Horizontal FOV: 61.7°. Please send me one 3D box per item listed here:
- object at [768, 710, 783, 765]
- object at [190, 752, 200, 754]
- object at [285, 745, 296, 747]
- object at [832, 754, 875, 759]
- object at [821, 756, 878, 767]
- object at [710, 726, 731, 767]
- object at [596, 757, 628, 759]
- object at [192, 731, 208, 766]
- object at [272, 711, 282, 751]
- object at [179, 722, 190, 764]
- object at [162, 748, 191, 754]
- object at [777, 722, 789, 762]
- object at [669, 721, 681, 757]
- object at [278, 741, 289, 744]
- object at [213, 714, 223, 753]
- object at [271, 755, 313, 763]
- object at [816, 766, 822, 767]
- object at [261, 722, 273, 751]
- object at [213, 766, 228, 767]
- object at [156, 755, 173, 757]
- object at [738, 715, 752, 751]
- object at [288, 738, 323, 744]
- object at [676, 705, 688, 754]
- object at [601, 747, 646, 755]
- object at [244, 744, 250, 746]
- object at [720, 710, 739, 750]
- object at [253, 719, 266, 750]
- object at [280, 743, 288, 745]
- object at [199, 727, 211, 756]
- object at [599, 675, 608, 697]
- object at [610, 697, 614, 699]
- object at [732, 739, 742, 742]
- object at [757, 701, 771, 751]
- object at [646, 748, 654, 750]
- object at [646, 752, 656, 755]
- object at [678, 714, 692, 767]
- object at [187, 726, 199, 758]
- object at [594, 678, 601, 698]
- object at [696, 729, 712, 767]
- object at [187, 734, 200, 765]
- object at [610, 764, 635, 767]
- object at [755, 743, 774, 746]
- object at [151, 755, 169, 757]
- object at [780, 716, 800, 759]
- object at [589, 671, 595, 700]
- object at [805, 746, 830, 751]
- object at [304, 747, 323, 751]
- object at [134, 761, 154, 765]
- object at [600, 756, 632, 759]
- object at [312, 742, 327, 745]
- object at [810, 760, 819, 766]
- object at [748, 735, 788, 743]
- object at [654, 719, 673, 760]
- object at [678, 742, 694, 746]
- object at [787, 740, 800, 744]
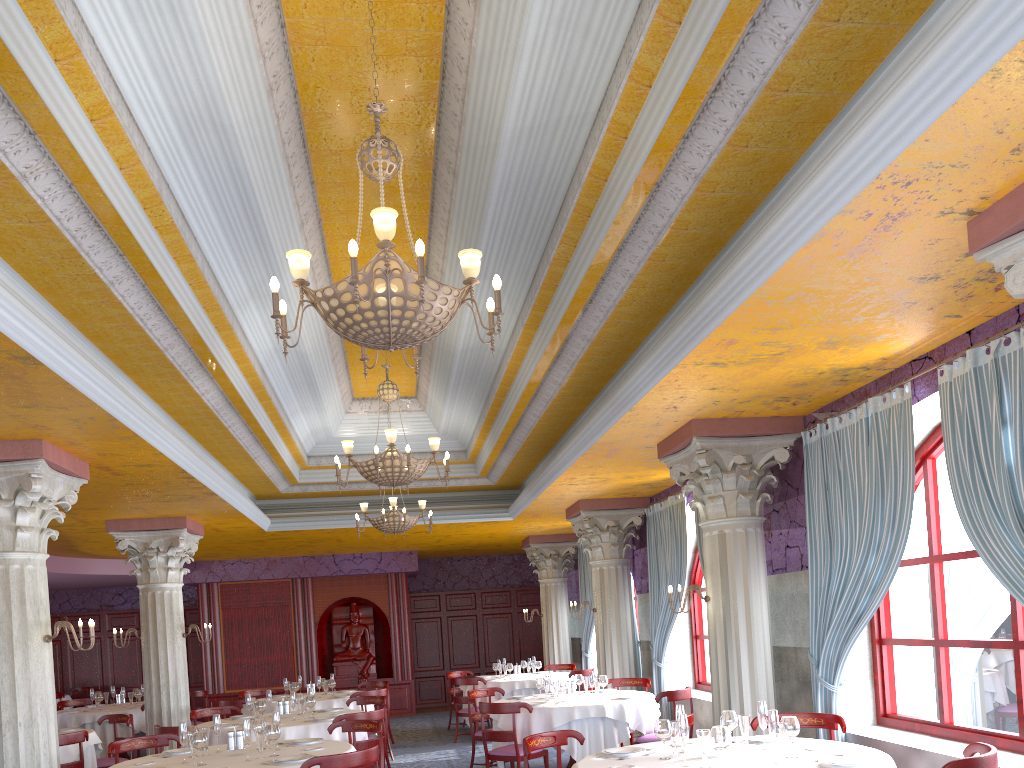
[{"bbox_3d":[1.607,2.162,5.241,0.073,0.331,0.075,-3,-1,-17],"label":"object"},{"bbox_3d":[-2.748,3.218,7.473,0.030,0.010,0.140,-14,-19,37],"label":"object"},{"bbox_3d":[-1.948,3.186,7.539,0.142,0.010,0.030,-16,-19,39],"label":"object"},{"bbox_3d":[2.103,2.298,5.279,0.263,0.019,0.055,-17,-19,40],"label":"object"},{"bbox_3d":[2.004,2.250,5.091,0.314,0.024,0.323,-7,-16,11],"label":"object"},{"bbox_3d":[1.262,2.200,5.174,0.122,0.261,0.124,-4,-3,6],"label":"object"},{"bbox_3d":[0.684,2.539,5.826,0.263,0.019,0.055,-17,-19,40],"label":"object"},{"bbox_3d":[-2.447,2.865,6.727,0.122,0.261,0.124,-3,-4,-17],"label":"object"},{"bbox_3d":[-2.014,2.971,7.331,0.074,0.331,0.074,-4,-1,28],"label":"object"},{"bbox_3d":[-2.638,2.885,6.883,0.074,0.331,0.074,-4,-1,28],"label":"object"},{"bbox_3d":[-2.927,3.248,7.567,0.312,0.024,0.325,-1,-16,-8],"label":"object"},{"bbox_3d":[1.682,2.236,5.348,0.085,0.234,0.087,-2,-3,-28],"label":"object"},{"bbox_3d":[1.092,2.387,5.759,0.085,0.234,0.087,-2,-3,-28],"label":"object"},{"bbox_3d":[-2.043,3.265,7.816,0.056,0.019,0.260,-15,-19,39],"label":"object"},{"bbox_3d":[-2.550,3.029,7.420,0.074,0.331,0.074,-4,-1,28],"label":"object"},{"bbox_3d":[-1.706,2.914,6.644,0.312,0.024,0.325,-1,-16,-8],"label":"object"},{"bbox_3d":[1.876,2.226,4.958,0.237,0.013,0.028,-15,-17,36],"label":"object"},{"bbox_3d":[-2.118,3.046,7.402,0.087,0.234,0.085,-6,-3,39],"label":"object"},{"bbox_3d":[-2.220,2.901,6.455,0.159,0.009,0.164,-7,-16,11],"label":"object"},{"bbox_3d":[-3.004,3.220,7.411,0.258,0.003,0.022,-15,-19,36],"label":"object"},{"bbox_3d":[1.592,2.381,5.849,0.086,0.234,0.086,-4,-3,17],"label":"object"},{"bbox_3d":[-1.855,3.223,7.717,0.312,0.024,0.325,-1,-16,-8],"label":"object"},{"bbox_3d":[1.160,2.365,5.867,0.074,0.331,0.074,-4,-1,28],"label":"object"},{"bbox_3d":[0.783,2.583,6.014,0.312,0.024,0.325,-1,-16,-8],"label":"object"},{"bbox_3d":[-2.464,3.287,7.784,0.159,0.009,0.164,-7,-16,11],"label":"object"},{"bbox_3d":[1.510,2.397,5.933,0.122,0.261,0.124,-3,-4,-17],"label":"object"},{"bbox_3d":[-2.200,3.062,7.486,0.122,0.261,0.124,-4,-3,6],"label":"object"},{"bbox_3d":[-2.010,3.265,7.795,0.022,0.003,0.257,-14,-19,33],"label":"object"},{"bbox_3d":[-2.618,3.052,7.312,0.085,0.234,0.087,-3,-2,-6],"label":"object"},{"bbox_3d":[1.106,3.652,10.345,0.122,0.261,0.124,-1,-4,-39],"label":"object"},{"bbox_3d":[1.167,3.705,10.099,0.030,0.010,0.140,-14,-19,37],"label":"object"},{"bbox_3d":[1.667,2.600,6.263,0.056,0.019,0.260,-15,-19,39],"label":"object"},{"bbox_3d":[1.696,2.306,5.778,0.074,0.331,0.074,-4,-1,28],"label":"object"},{"bbox_3d":[0.911,2.618,6.146,0.237,0.013,0.028,-15,-17,36],"label":"object"},{"bbox_3d":[0.962,2.553,5.920,0.030,0.010,0.140,-14,-19,37],"label":"object"},{"bbox_3d":[1.071,2.220,5.330,0.074,0.331,0.074,-4,-1,28],"label":"object"},{"bbox_3d":[-2.703,3.022,7.230,0.122,0.261,0.124,-4,-3,6],"label":"object"},{"bbox_3d":[1.022,3.648,10.263,0.085,0.234,0.087,-2,-3,-28],"label":"object"},{"bbox_3d":[1.182,2.242,5.258,0.085,0.234,0.087,-2,-3,-28],"label":"object"},{"bbox_3d":[-2.528,2.907,6.811,0.086,0.234,0.086,-4,-3,17],"label":"object"},{"bbox_3d":[0.705,2.437,5.444,0.159,0.009,0.164,-7,-16,11],"label":"object"},{"bbox_3d":[1.761,2.521,5.985,0.142,0.010,0.030,-16,-19,39],"label":"object"},{"bbox_3d":[-3.026,3.204,7.379,0.263,0.019,0.055,-17,-19,40],"label":"object"},{"bbox_3d":[1.765,2.240,5.430,0.122,0.261,0.124,-3,-4,-17],"label":"object"},{"bbox_3d":[0.948,3.574,10.156,0.074,0.331,0.074,-4,-1,28],"label":"object"},{"bbox_3d":[2.032,2.422,5.689,0.159,0.009,0.164,-7,-16,11],"label":"object"},{"bbox_3d":[-1.678,3.087,7.242,0.159,0.009,0.164,5,-17,-27],"label":"object"},{"bbox_3d":[-3.005,3.102,6.997,0.159,0.009,0.164,-7,-16,11],"label":"object"},{"bbox_3d":[0.706,2.555,5.858,0.258,0.003,0.022,-15,-19,36],"label":"object"},{"bbox_3d":[-1.723,3.185,7.589,0.028,0.013,0.236,-13,-18,35],"label":"object"},{"bbox_3d":[1.826,2.294,5.184,0.030,0.010,0.140,-14,-19,37],"label":"object"},{"bbox_3d":[1.854,2.558,6.164,0.312,0.024,0.325,-1,-16,-8],"label":"object"},{"bbox_3d":[1.007,2.357,5.677,0.122,0.261,0.124,-4,-3,6],"label":"object"},{"bbox_3d":[1.246,2.622,6.231,0.159,0.009,0.164,-7,-16,11],"label":"object"},{"bbox_3d":[1.987,2.520,6.036,0.028,0.013,0.236,-13,-18,35],"label":"object"}]
